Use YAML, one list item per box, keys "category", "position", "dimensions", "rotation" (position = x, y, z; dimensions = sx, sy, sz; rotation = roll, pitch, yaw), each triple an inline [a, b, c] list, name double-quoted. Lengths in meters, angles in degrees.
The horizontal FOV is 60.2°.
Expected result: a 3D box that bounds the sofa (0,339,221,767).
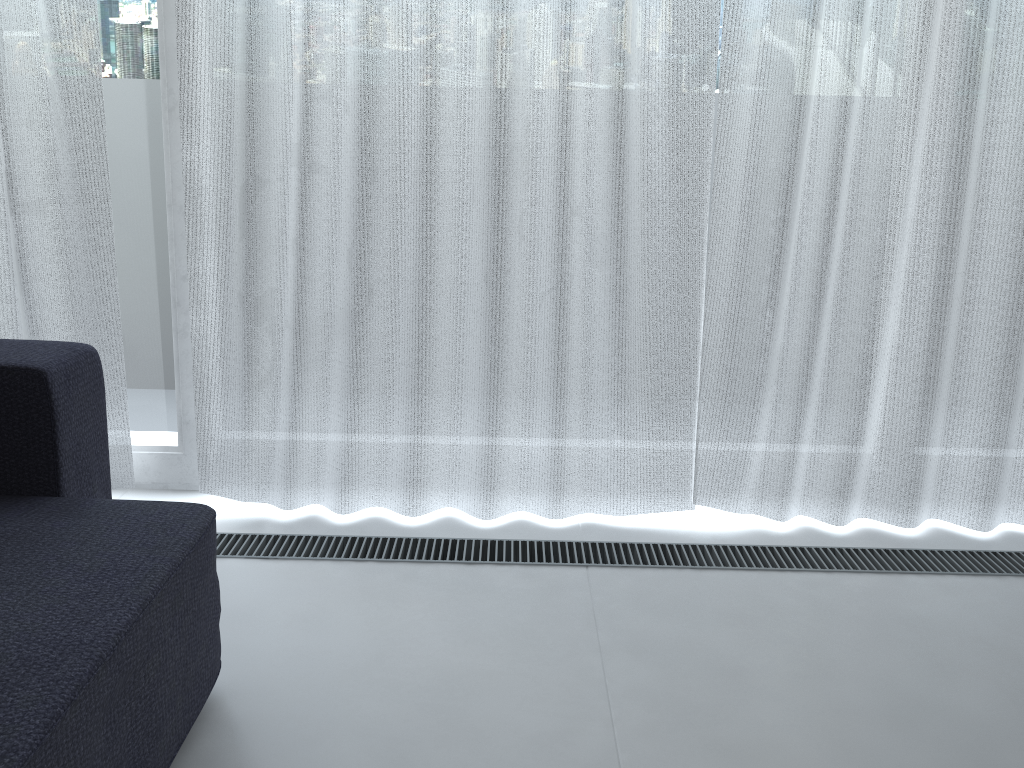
- category: "sofa"
  position: [-1.388, 0.489, 0.118]
  dimensions: [1.898, 0.597, 2.929]
  rotation: [1, 15, 0]
